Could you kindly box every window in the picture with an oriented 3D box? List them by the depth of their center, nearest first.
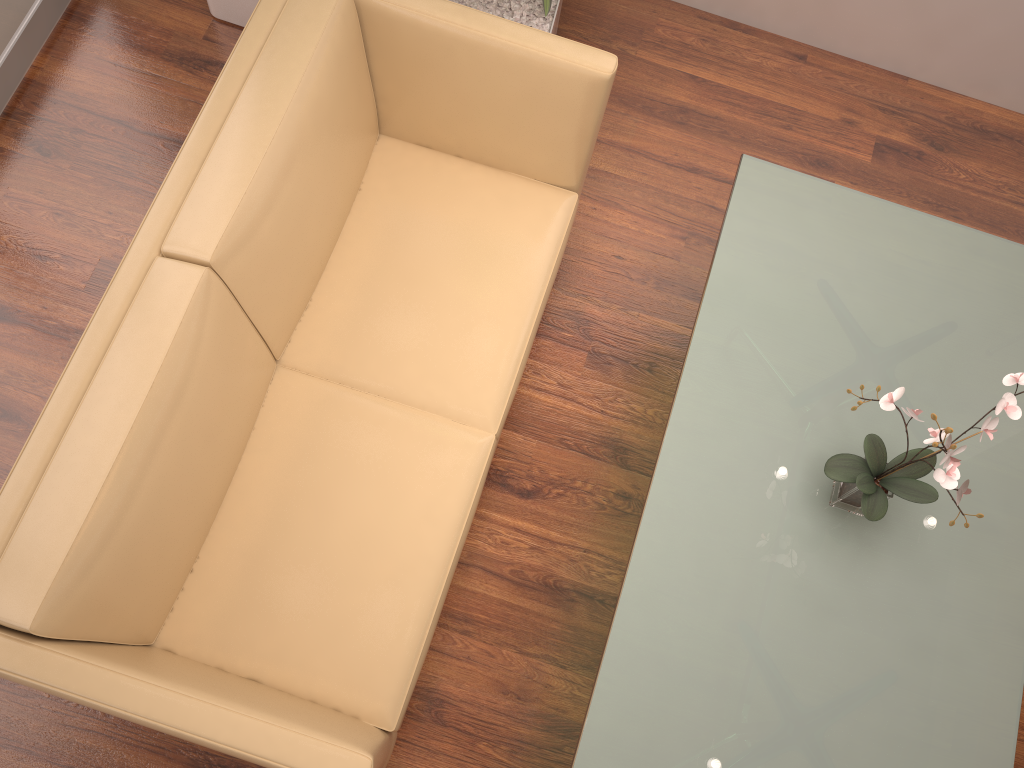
[{"bbox_3d":[-2.494,1.432,0.221,0.062,3.377,8.322,18,71,2],"label":"window"}]

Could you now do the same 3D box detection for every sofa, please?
[{"bbox_3d":[-0.442,-0.016,2.228,0.878,0.863,1.751,18,71,1],"label":"sofa"}]

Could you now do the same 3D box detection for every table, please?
[{"bbox_3d":[0.757,0.449,2.338,0.939,0.577,1.819,19,71,1],"label":"table"}]

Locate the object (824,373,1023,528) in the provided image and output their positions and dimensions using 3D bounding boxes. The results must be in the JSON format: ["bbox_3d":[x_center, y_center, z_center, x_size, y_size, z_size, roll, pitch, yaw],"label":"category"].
[{"bbox_3d":[0.862,0.160,1.816,0.370,0.608,0.289,13,68,0],"label":"object"}]

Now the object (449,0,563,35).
[{"bbox_3d":[0.009,-1.582,2.091,1.076,2.170,0.941,30,69,7],"label":"object"}]

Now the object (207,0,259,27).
[{"bbox_3d":[-0.638,-1.781,2.096,0.960,2.170,1.054,35,70,8],"label":"object"}]
